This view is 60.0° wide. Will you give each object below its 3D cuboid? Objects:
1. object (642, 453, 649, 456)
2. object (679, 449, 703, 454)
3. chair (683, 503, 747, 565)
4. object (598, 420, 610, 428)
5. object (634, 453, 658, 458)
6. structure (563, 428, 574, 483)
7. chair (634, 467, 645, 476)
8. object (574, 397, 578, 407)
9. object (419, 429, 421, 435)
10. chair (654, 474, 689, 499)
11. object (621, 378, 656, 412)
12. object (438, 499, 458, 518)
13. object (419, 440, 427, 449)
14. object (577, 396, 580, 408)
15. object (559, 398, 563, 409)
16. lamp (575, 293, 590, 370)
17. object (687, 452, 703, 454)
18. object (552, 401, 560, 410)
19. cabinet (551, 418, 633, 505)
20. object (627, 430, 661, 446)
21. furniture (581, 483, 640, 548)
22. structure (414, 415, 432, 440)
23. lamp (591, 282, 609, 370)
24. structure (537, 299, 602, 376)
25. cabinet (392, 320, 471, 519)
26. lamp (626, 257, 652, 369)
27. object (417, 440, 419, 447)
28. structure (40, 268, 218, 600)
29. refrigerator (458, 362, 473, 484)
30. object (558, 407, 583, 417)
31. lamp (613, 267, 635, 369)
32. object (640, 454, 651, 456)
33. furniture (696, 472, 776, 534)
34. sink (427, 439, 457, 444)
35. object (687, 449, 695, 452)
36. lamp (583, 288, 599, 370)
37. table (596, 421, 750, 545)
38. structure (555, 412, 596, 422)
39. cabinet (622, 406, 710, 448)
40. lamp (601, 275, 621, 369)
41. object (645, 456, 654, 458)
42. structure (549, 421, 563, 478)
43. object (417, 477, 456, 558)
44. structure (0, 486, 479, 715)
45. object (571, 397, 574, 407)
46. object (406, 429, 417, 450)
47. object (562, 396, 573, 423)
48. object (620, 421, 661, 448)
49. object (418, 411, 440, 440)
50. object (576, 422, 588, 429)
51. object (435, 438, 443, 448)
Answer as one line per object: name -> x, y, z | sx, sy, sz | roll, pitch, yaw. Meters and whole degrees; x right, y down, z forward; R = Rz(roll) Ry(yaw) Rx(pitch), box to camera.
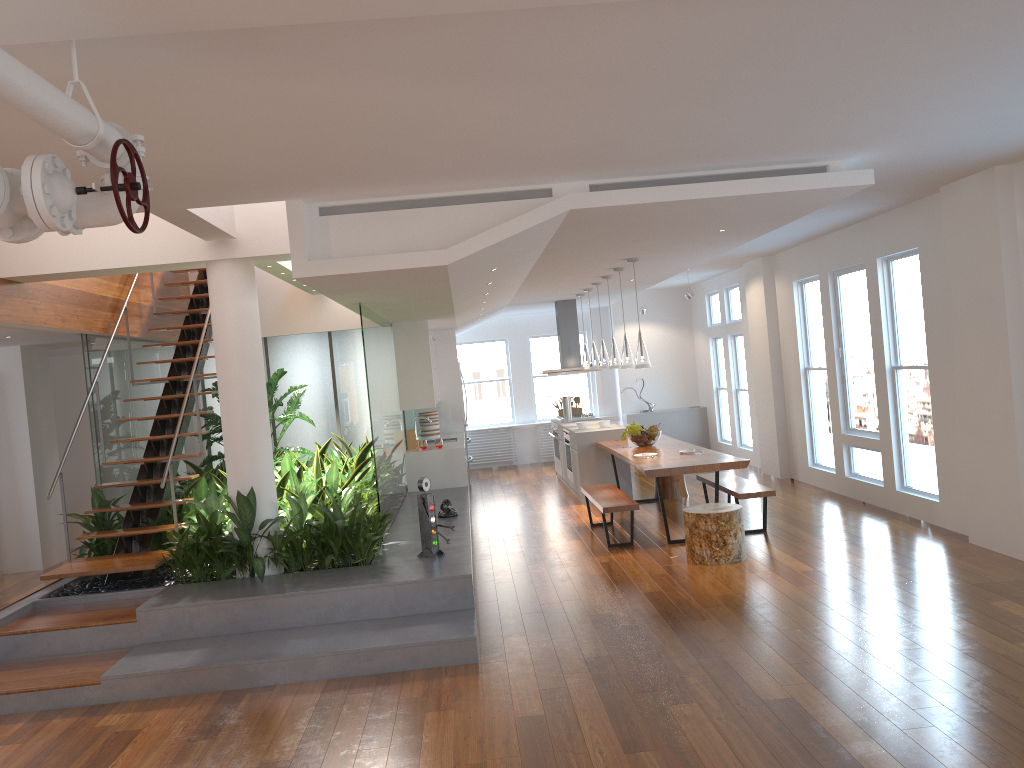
object -> 1.255, 0.665, 8.325 | 0.070, 0.030, 0.079 | -6, 1, -40
object -> 1.677, 0.633, 8.300 | 0.222, 0.020, 0.222 | -5, 1, -11
chair -> 1.597, 1.177, 6.996 | 0.460, 0.400, 0.460 | -5, 1, 7
object -> 1.105, 0.482, 10.626 | 0.152, 0.082, 0.152 | -6, 1, -42
object -> 1.255, 0.671, 8.325 | 0.222, 0.020, 0.222 | -4, 1, 38
structure -> 0.724, 0.897, 11.187 | 0.072, 0.648, 0.644 | -5, 1, -3
chair -> 1.902, 1.035, 12.449 | 0.344, 0.430, 0.549 | -5, 1, 1
object -> 0.950, 0.335, 13.057 | 0.068, 0.298, 0.039 | -5, 1, -3
object -> -1.141, 0.633, 12.115 | 0.265, 0.196, 0.284 | -4, 1, 39
chair -> 1.816, 1.077, 10.226 | 0.396, 0.455, 0.402 | -6, 1, -13
object -> 2.065, 0.183, 14.366 | 0.590, 0.563, 0.210 | -6, 1, -32
object -> -0.597, 1.114, 7.967 | 0.216, 0.155, 0.181 | -6, 1, -38
object -> -1.018, 0.694, 10.163 | 0.094, 0.106, 0.094 | -5, 1, 3
object -> 0.986, 0.331, 13.076 | 0.057, 0.294, 0.030 | -5, 1, -3
object -> 0.733, 0.353, 13.063 | 0.055, 0.299, 0.027 | -5, 1, -3
lamp -> 0.938, -0.720, 11.601 | 0.160, 1.060, 0.160 | -5, 1, 24
object -> 1.696, 0.632, 8.195 | 0.158, 0.017, 0.019 | -5, 1, -8
object -> 0.698, 0.374, 13.058 | 0.199, 0.259, 0.016 | -5, 1, 7
cabinet -> 0.990, 0.932, 11.706 | 0.597, 0.832, 2.936 | -5, 1, -3
object -> 1.393, 0.577, 9.308 | 0.360, 0.159, 0.360 | -6, 1, -40
furniture -> 0.910, 1.226, 8.300 | 0.316, 0.389, 1.433 | -5, 1, -3
structure -> -1.113, 0.660, 11.175 | 0.248, 0.536, 0.115 | -5, 1, -3
lamp -> 1.017, -0.700, 10.157 | 0.160, 1.060, 0.160 | -5, 1, 24
structure -> 0.782, -0.855, 12.565 | 0.909, 1.405, 0.900 | -5, 1, -3
cabinet -> -1.017, 0.396, 12.183 | 0.676, 2.280, 4.565 | -5, 1, -3
lamp -> 1.134, -0.672, 7.992 | 0.160, 1.060, 0.160 | -5, 1, 24
object -> -1.176, 0.671, 10.674 | 0.100, 0.170, 0.173 | -5, 1, -1
structure -> -2.328, -0.557, 8.339 | 2.552, 4.265, 4.591 | -5, 1, -3
refrigerator -> -0.983, 0.596, 12.931 | 0.725, 1.772, 0.908 | -5, 1, -3
object -> 0.859, 0.422, 13.060 | 0.353, 0.157, 0.084 | -5, 1, -3
lamp -> 1.095, -0.681, 8.713 | 0.160, 1.060, 0.160 | -5, 1, 24
object -> 1.256, 0.675, 8.325 | 0.124, 0.011, 0.124 | -5, 1, 18
furniture -> 2.096, 1.115, 8.363 | 0.316, 0.389, 1.433 | -5, 1, -3
sink -> -0.899, 0.839, 11.160 | 0.449, 0.192, 0.666 | -5, 1, -3
object -> 1.677, 0.626, 8.300 | 0.079, 0.030, 0.070 | -4, 1, 40
lamp -> 0.978, -0.710, 10.879 | 0.160, 1.060, 0.160 | -5, 1, 24
table -> 1.404, 0.982, 10.331 | 0.893, 0.704, 5.996 | -5, 1, -3
structure -> 0.900, 0.470, 12.617 | 0.520, 0.073, 0.650 | -5, 1, -3
cabinet -> 2.504, 0.788, 14.442 | 1.309, 0.725, 0.420 | -5, 1, -3
lamp -> 1.056, -0.691, 9.435 | 0.160, 1.060, 0.160 | -5, 1, 24
object -> 1.249, 0.677, 8.190 | 0.149, 0.014, 0.044 | -5, 1, -4
structure -> 0.898, 0.898, 12.611 | 0.649, 0.735, 0.890 | -5, 1, -3
object -> -0.539, 0.938, 6.249 | 0.318, 0.565, 0.134 | -5, 1, 33
structure -> -1.890, 1.509, 7.726 | 3.088, 0.386, 5.584 | -5, 1, -3
object -> 0.886, 0.340, 13.051 | 0.057, 0.299, 0.019 | -5, 1, -3
object -> -1.179, 0.650, 10.425 | 0.104, 0.222, 0.200 | -5, 1, -3
object -> 0.770, 0.348, 12.149 | 0.172, 0.356, 0.120 | -6, 1, -45
object -> 1.362, 0.516, 9.320 | 0.394, 0.284, 0.292 | -6, 1, -39
object -> -1.095, 0.553, 11.730 | 0.267, 0.356, 0.266 | -5, 1, 23
object -> 0.850, 0.504, 10.736 | 0.152, 0.082, 0.152 | -5, 1, 36
object -> -0.835, 0.678, 10.126 | 0.094, 0.106, 0.094 | -5, 1, 3
